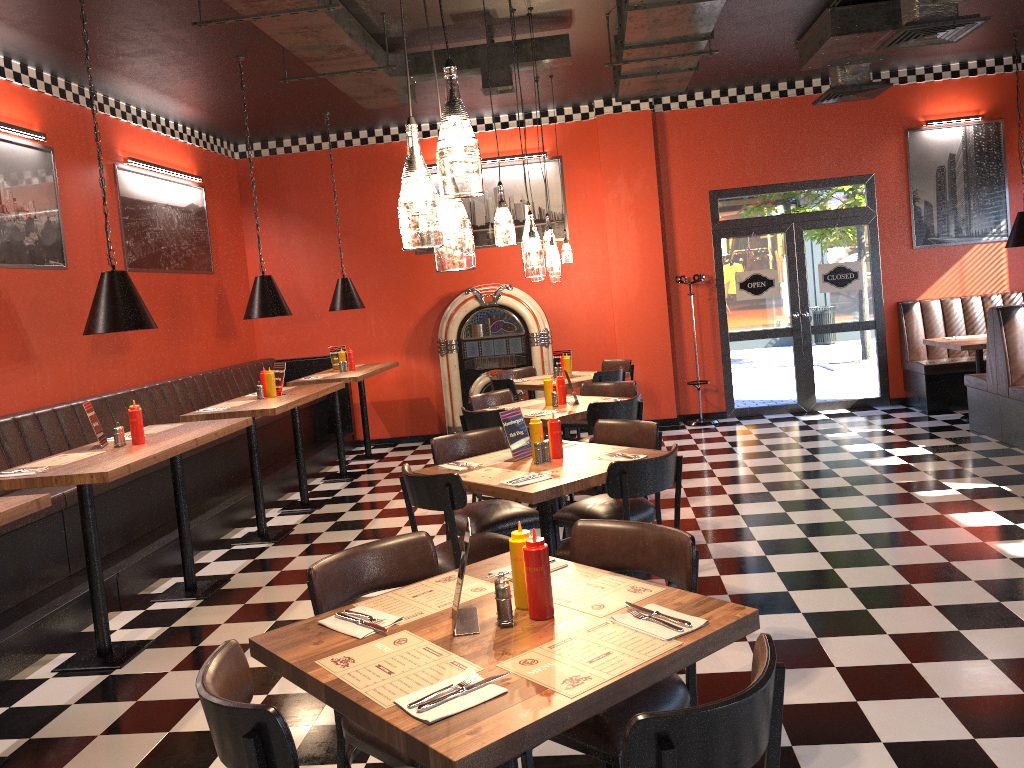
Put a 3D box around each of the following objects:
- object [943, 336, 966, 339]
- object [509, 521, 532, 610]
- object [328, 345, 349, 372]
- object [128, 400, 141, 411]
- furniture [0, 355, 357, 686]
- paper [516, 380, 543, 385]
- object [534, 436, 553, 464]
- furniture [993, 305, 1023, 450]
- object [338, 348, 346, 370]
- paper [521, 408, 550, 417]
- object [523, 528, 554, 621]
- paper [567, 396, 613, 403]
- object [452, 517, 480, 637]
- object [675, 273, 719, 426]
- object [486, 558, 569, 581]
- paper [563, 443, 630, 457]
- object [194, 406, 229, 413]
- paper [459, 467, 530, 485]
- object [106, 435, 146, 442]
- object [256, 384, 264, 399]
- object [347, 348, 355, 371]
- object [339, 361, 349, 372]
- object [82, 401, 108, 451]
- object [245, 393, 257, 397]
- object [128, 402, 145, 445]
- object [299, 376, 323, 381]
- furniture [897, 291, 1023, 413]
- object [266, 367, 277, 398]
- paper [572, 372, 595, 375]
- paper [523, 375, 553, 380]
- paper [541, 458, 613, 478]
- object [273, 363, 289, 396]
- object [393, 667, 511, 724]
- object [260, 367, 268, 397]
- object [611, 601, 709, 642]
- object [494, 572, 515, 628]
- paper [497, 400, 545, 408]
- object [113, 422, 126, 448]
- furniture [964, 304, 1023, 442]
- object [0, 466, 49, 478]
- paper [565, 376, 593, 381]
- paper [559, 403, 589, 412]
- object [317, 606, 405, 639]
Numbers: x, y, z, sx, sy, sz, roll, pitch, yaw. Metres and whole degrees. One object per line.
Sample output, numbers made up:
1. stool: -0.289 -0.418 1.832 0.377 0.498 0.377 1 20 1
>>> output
1. object: 4.443 -0.467 8.883 0.157 0.019 0.256 -5 6 7
2. object: 0.031 0.494 2.434 0.068 0.237 0.068 -4 4 21
3. object: -1.806 -0.268 9.275 0.189 0.256 0.072 -8 4 -34
4. object: -2.110 0.209 4.974 0.068 0.237 0.068 -4 4 15
5. furniture: -2.845 0.704 6.159 1.103 1.146 8.790 -5 6 6
6. paper: 0.225 -0.014 8.402 0.262 0.001 0.365 -10 7 -39
7. object: 0.152 0.329 4.454 0.094 0.136 0.047 -8 4 -34
8. furniture: 4.886 -0.110 7.007 1.708 1.151 0.708 -5 4 6
9. object: -1.758 -0.254 9.186 0.068 0.237 0.068 -5 3 -1
10. paper: 0.074 0.205 6.399 0.262 0.001 0.365 -10 7 -37
11. object: 0.068 0.499 2.348 0.068 0.237 0.068 -8 5 -41
12. paper: 0.558 0.117 6.814 0.262 0.001 0.365 -10 8 -40
13. object: -0.135 0.508 2.359 0.072 0.256 0.189 -6 4 -4
14. object: 2.032 -0.381 9.798 0.374 1.654 0.376 -4 4 28
15. object: 0.034 0.573 2.747 0.256 0.019 0.157 -10 7 -38
16. paper: 0.403 0.348 4.692 0.262 0.001 0.365 -10 8 -40
17. object: -2.132 0.181 6.350 0.255 0.019 0.158 -5 6 3
18. paper: -0.097 0.440 4.252 0.262 0.001 0.365 -10 8 -40
19. object: -2.255 0.312 5.183 0.255 0.019 0.158 -5 6 3
20. object: -1.971 0.049 6.924 0.047 0.135 0.094 -7 5 -29
21. object: -1.667 -0.260 9.167 0.068 0.237 0.068 -5 3 -1
22. object: -1.726 -0.193 9.070 0.094 0.136 0.047 -6 4 -14
23. object: -2.308 0.224 4.911 0.072 0.256 0.188 -6 4 -15
24. object: -2.046 0.080 7.264 0.255 0.019 0.158 -5 6 3
25. object: -2.073 0.214 4.888 0.068 0.237 0.068 -4 4 26
26. object: -1.897 -0.057 8.468 0.255 0.019 0.158 -5 6 3
27. furniture: 5.115 -0.374 9.379 1.708 1.151 0.708 -5 4 6
28. object: -1.898 -0.015 6.972 0.068 0.237 0.068 -6 3 -5
29. paper: 0.733 -0.105 8.833 0.262 0.001 0.365 -10 8 -39
30. paper: 0.258 -0.064 8.864 0.366 0.001 0.261 -10 7 -37
31. paper: 0.348 0.400 4.230 0.366 0.001 0.261 -10 8 -41
32. object: -1.871 -0.038 7.081 0.072 0.256 0.188 -9 5 -43
33. object: -0.118 0.670 1.939 0.256 0.019 0.157 -10 7 -36
34. object: -1.962 -0.016 7.040 0.068 0.237 0.068 -5 3 1
35. object: 0.358 0.593 2.254 0.158 0.019 0.255 -9 7 -35
36. object: -0.023 0.561 2.337 0.047 0.135 0.094 -6 4 -4
37. paper: 0.098 0.154 6.875 0.366 0.001 0.261 -10 8 -40
38. object: -2.164 0.276 4.877 0.047 0.135 0.094 -6 4 -4
39. furniture: 4.953 -0.188 7.708 1.708 1.151 0.708 -5 4 6
40. object: -2.325 0.417 4.220 0.255 0.019 0.158 -5 6 3
41. paper: 0.670 -0.052 8.373 0.366 0.001 0.261 -10 8 -40
42. paper: 0.535 0.165 6.368 0.366 0.001 0.261 -10 8 -40
43. object: -0.401 0.647 2.421 0.255 0.019 0.158 0 8 45
